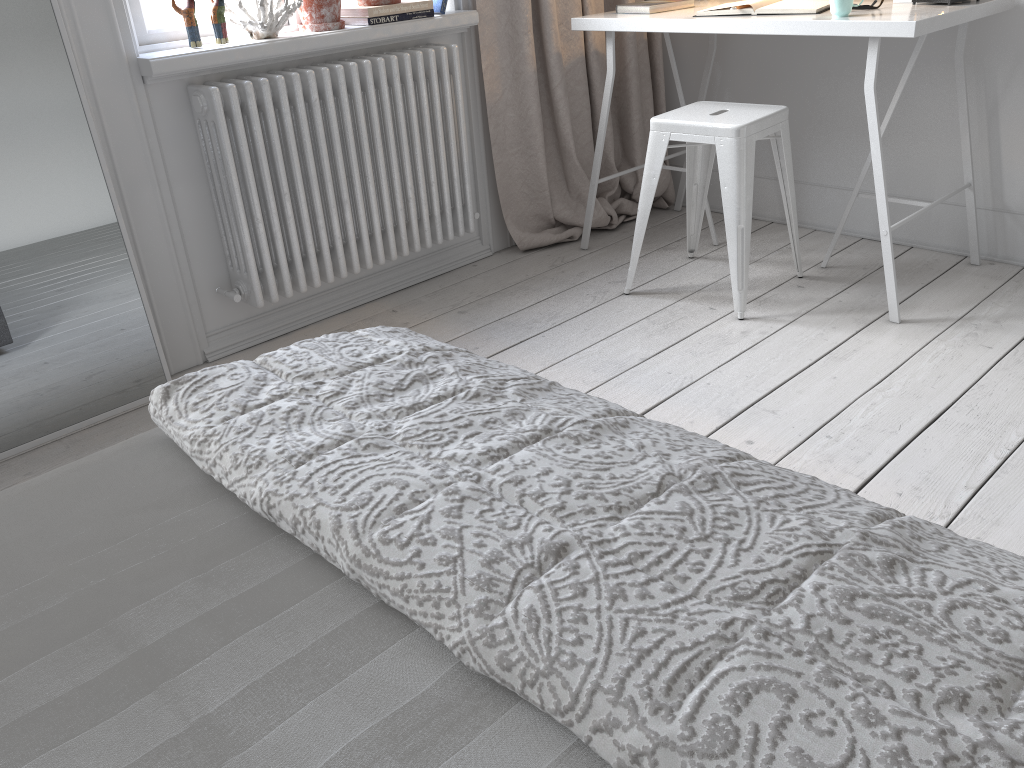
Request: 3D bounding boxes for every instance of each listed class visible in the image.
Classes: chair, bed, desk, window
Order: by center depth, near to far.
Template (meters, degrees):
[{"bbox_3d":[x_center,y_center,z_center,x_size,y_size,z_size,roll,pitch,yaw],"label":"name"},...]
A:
[{"bbox_3d":[-0.390,0.458,0.136,2.178,1.167,1.889,-27,34,-37],"label":"bed"},{"bbox_3d":[-0.681,-1.706,2.249,1.048,1.534,0.079,-27,34,-37],"label":"window"},{"bbox_3d":[0.614,-0.546,2.662,0.407,0.526,0.410,18,34,37],"label":"chair"},{"bbox_3d":[0.827,-0.775,2.810,0.641,0.775,1.163,-27,34,-37],"label":"desk"}]

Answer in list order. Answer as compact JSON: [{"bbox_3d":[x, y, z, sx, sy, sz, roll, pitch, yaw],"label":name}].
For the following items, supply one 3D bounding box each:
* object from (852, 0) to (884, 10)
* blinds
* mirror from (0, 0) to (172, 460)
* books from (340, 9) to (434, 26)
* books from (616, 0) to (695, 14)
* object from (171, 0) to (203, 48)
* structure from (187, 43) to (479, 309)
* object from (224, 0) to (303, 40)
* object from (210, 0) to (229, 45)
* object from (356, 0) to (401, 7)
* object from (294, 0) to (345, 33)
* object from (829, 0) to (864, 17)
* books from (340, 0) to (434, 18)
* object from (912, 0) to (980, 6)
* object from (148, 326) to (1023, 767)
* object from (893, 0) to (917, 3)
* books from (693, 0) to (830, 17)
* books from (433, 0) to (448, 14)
[{"bbox_3d":[0.925,-1.037,2.401,0.133,0.047,0.114,13,32,31],"label":"object"},{"bbox_3d":[0.202,-1.768,2.755,0.832,2.676,0.225,-27,34,-37],"label":"blinds"},{"bbox_3d":[-1.243,-0.566,1.871,0.669,1.552,0.145,-27,34,-37],"label":"mirror"},{"bbox_3d":[-0.378,-1.101,2.660,0.245,0.022,0.157,-24,33,-34],"label":"books"},{"bbox_3d":[0.459,-1.208,2.834,0.207,0.024,0.150,-23,32,-32],"label":"books"},{"bbox_3d":[-0.831,-0.973,2.248,0.052,0.224,0.045,7,29,21],"label":"object"},{"bbox_3d":[-0.511,-0.654,2.669,0.936,0.599,0.216,-27,34,-37],"label":"structure"},{"bbox_3d":[-0.662,-1.000,2.377,0.212,0.149,0.186,-21,31,-30],"label":"object"},{"bbox_3d":[-0.762,-0.996,2.283,0.045,0.224,0.052,-5,27,-1],"label":"object"},{"bbox_3d":[-0.389,-1.270,2.564,0.220,0.317,0.211,-7,27,-4],"label":"object"},{"bbox_3d":[-0.551,-1.188,2.428,0.183,0.410,0.199,-1,27,7],"label":"object"},{"bbox_3d":[0.850,-0.974,2.269,0.082,0.065,0.064,20,36,40],"label":"object"},{"bbox_3d":[-0.379,-1.119,2.643,0.246,0.025,0.157,-25,33,-35],"label":"books"},{"bbox_3d":[1.166,-1.143,2.347,0.135,0.248,0.135,-17,29,-24],"label":"object"},{"bbox_3d":[0.216,0.175,0.651,0.405,0.104,1.461,-27,35,-37],"label":"object"},{"bbox_3d":[1.121,-1.113,2.489,0.065,0.073,0.078,18,35,38],"label":"object"},{"bbox_3d":[0.731,-1.087,2.547,0.358,0.029,0.291,12,31,29],"label":"books"},{"bbox_3d":[-0.242,-1.257,2.734,0.101,0.210,0.175,-25,33,-34],"label":"books"}]
